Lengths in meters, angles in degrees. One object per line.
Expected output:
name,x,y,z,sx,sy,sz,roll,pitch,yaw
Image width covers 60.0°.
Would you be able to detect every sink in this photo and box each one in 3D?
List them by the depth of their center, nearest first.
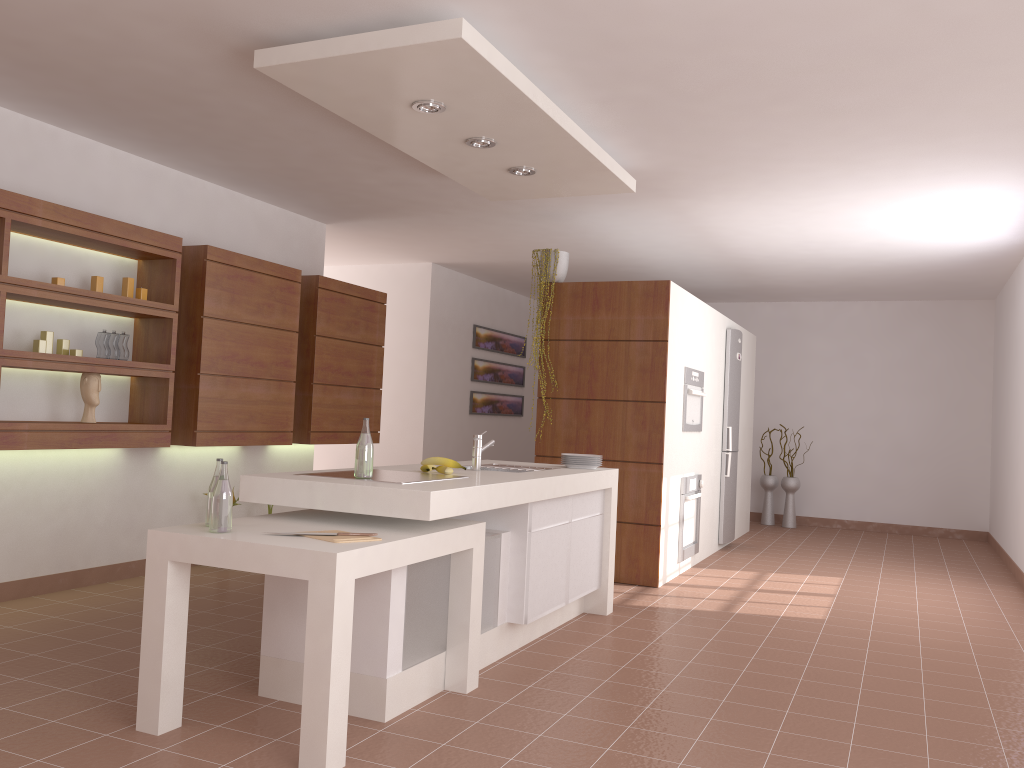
sink,-0.044,0.425,4.541,0.404,0.368,0.668,2,-2,24

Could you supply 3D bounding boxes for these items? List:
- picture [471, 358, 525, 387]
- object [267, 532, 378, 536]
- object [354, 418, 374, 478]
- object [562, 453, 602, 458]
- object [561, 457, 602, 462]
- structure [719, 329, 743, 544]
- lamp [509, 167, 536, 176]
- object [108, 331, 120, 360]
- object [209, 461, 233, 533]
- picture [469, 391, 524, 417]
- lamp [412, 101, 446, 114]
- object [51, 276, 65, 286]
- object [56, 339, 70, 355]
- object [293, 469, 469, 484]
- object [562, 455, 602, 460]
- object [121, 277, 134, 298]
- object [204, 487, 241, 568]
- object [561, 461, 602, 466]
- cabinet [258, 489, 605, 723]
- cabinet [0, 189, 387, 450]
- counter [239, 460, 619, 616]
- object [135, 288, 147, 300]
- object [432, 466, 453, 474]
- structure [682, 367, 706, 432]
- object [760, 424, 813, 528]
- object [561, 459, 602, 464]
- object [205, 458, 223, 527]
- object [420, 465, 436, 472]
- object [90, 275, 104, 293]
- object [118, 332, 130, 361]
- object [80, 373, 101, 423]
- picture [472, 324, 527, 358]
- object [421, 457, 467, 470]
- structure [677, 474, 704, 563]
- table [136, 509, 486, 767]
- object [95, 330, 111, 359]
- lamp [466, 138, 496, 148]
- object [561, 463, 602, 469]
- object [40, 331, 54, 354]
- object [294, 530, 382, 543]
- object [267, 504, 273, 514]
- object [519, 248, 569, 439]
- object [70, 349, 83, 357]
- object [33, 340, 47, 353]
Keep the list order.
picture,-0.135,-0.119,9.967,0.015,0.248,1.408,2,-2,24
object,-0.628,0.489,2.896,0.375,0.008,0.041,3,-2,-9
object,-0.564,0.245,3.400,0.071,0.230,0.071,2,-2,5
object,0.384,0.400,4.874,0.228,0.020,0.228,2,-2,6
object,0.383,0.420,4.873,0.228,0.020,0.228,2,-2,6
structure,1.952,0.454,7.841,0.089,1.862,0.604,2,-2,24
lamp,0.055,-1.139,4.671,0.143,0.059,0.143,4,-3,-38
object,-2.183,-0.209,4.846,0.054,0.165,0.065,1,-3,40
object,-0.946,0.368,2.896,0.071,0.230,0.071,2,-2,5
picture,-0.152,0.231,9.955,0.015,0.248,1.408,2,-2,24
lamp,-0.351,-1.190,3.753,0.143,0.059,0.143,2,-2,7
object,-2.252,-0.511,4.401,0.044,0.049,0.044,2,-2,24
object,-2.342,-0.187,4.624,0.044,0.090,0.044,2,-2,24
object,-0.516,0.373,3.598,0.493,0.006,0.551,2,-2,24
object,0.383,0.410,4.874,0.228,0.020,0.228,2,-2,6
object,-2.111,-0.523,4.874,0.044,0.120,0.044,2,-2,24
object,-1.865,0.917,5.764,0.087,0.546,0.296,1,-3,40
object,0.382,0.441,4.873,0.228,0.020,0.228,2,-2,6
cabinet,-0.252,0.855,4.087,0.737,0.700,2.048,2,-2,24
cabinet,-2.325,-0.257,5.076,0.754,1.200,4.718,2,-2,24
counter,-0.231,0.808,4.142,0.821,0.800,2.156,2,-2,24
object,-2.055,-0.494,4.917,0.044,0.070,0.044,2,-2,24
object,-0.297,0.379,3.909,0.060,0.033,0.207,3,-2,-21
structure,1.354,0.122,6.500,0.056,0.454,0.614,2,-2,24
object,2.987,0.994,9.612,0.655,1.112,0.284,1,-3,43
object,0.382,0.430,4.873,0.228,0.020,0.228,2,-2,6
object,-1.004,0.370,3.029,0.071,0.230,0.071,2,-2,5
object,-0.382,0.377,3.976,0.060,0.033,0.207,2,-2,4
object,-2.178,-0.523,4.656,0.044,0.099,0.044,2,-2,24
object,-2.149,-0.206,4.887,0.054,0.165,0.065,1,-3,40
object,-2.249,0.064,4.723,0.100,0.284,0.100,4,-3,-36
picture,-0.119,-0.468,9.980,0.015,0.248,1.408,2,-2,24
object,-0.305,0.352,3.939,0.207,0.055,0.047,3,-2,1
structure,1.312,0.969,6.475,0.058,0.592,0.596,2,-2,24
table,-0.658,0.831,3.176,0.737,0.647,1.003,2,-2,24
object,-2.216,-0.212,4.805,0.054,0.165,0.065,1,-3,40
lamp,-0.147,-1.164,4.215,0.143,0.059,0.143,4,-3,-38
object,0.381,0.451,4.872,0.228,0.020,0.228,2,-2,6
object,-2.365,-0.207,4.507,0.044,0.120,0.044,2,-2,24
object,-0.571,0.498,2.900,0.266,0.006,0.168,1,-3,41
object,-1.687,0.940,6.171,0.087,0.546,0.296,2,-2,24
object,0.224,-0.265,6.163,0.297,1.344,0.279,3,-2,-17
object,-2.269,-0.159,4.617,0.044,0.040,0.044,2,-2,24
object,-2.361,-0.184,4.434,0.044,0.070,0.044,2,-2,24
